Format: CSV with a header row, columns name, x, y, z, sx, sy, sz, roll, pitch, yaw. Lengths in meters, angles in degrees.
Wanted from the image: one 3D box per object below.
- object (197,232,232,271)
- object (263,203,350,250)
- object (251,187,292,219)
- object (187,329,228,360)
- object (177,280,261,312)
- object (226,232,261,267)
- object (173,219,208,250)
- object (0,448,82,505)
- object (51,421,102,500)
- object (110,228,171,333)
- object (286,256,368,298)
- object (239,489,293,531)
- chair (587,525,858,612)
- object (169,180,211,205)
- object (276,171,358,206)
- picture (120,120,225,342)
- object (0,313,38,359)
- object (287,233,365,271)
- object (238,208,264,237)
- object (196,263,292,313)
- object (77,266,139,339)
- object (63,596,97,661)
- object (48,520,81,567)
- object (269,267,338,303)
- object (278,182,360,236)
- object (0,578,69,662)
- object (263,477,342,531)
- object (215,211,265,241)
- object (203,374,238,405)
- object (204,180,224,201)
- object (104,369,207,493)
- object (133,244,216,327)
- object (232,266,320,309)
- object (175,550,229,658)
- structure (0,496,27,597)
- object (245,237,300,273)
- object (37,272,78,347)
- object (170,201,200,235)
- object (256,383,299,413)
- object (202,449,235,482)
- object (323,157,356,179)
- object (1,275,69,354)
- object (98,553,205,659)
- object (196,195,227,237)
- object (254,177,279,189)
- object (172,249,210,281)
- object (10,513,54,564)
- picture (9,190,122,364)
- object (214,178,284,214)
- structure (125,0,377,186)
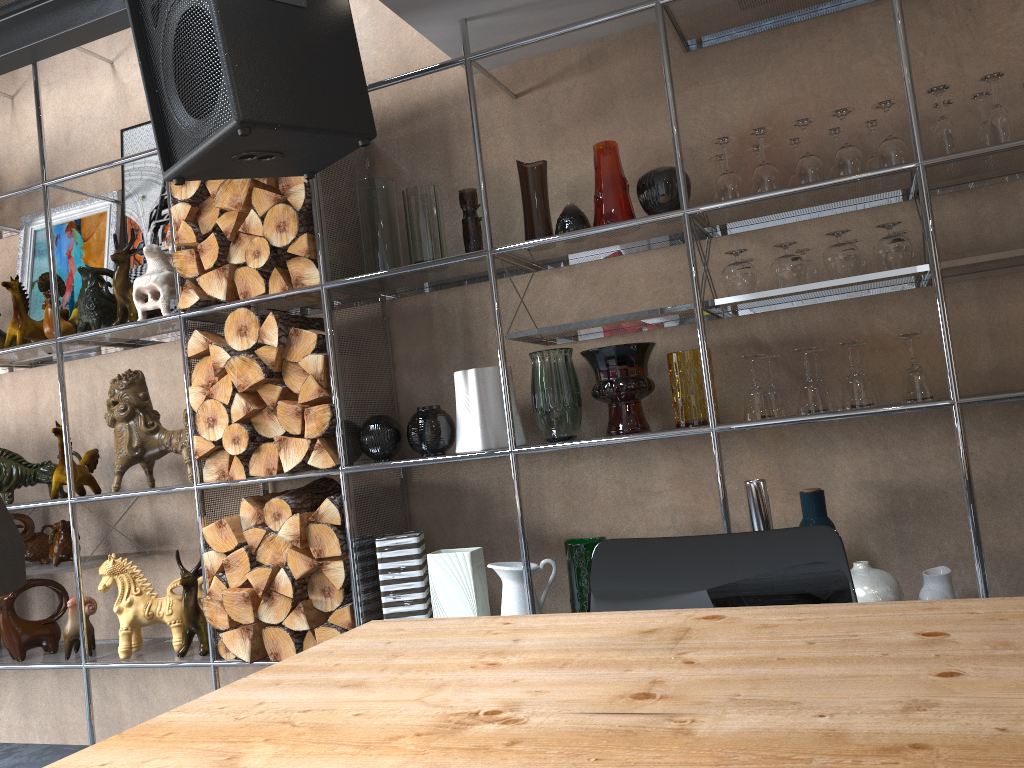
name,x,y,z,sx,sy,sz,roll,pitch,yaw
object,-0.915,-0.440,3.020,0.095,0.135,0.329,-8,-4,26
object,-0.668,-0.492,2.893,0.143,0.143,0.286,-8,-4,22
object,-0.704,-0.578,2.931,0.128,0.107,0.329,-8,-4,22
object,-0.963,-0.126,3.032,0.121,0.107,0.308,-8,-4,18
object,-0.996,-0.298,3.053,0.107,0.105,0.330,-8,-4,24
object,-0.812,-0.437,2.996,0.147,0.118,0.288,-8,-4,26
object,-1.011,-0.486,3.063,0.107,0.110,0.331,-8,-4,24
object,-1.871,0.346,3.399,0.403,0.221,0.192,-5,-4,-31
object,-1.628,0.280,3.326,0.097,0.290,0.290,-7,-4,2
object,-1.351,-0.372,3.193,0.116,0.358,0.198,-9,-4,29
object,-0.601,-0.349,2.909,0.126,0.112,0.287,-8,-4,22
object,-0.779,0.421,2.979,0.107,0.121,0.289,-8,-4,23
chair,0.301,0.661,1.288,0.527,0.825,0.599,-8,-4,22
object,-1.003,-0.664,3.034,0.140,0.150,0.312,-8,-4,26
object,-0.639,-0.656,2.924,0.135,0.114,0.299,-8,-4,24
picture,-1.280,-0.620,3.392,0.529,0.863,0.090,-8,-4,22
object,-1.972,-0.203,3.482,0.137,0.207,0.272,-8,-4,25
object,-0.599,-0.420,2.883,0.095,0.088,0.303,-8,-4,24
object,-0.775,-0.508,2.966,0.101,0.110,0.331,-8,-4,20
object,-0.896,-0.314,3.040,0.154,0.131,0.362,-8,-4,21
object,-1.479,-0.298,3.271,0.126,0.249,0.253,-9,-4,27
object,-1.591,0.885,3.253,0.119,0.220,0.212,-4,-4,-34
object,-1.662,0.586,3.294,0.105,0.168,0.210,-5,-4,-28
object,-0.683,-0.327,2.937,0.087,0.095,0.303,-8,-4,22
object,-0.620,-0.561,2.898,0.111,0.121,0.309,-8,-4,23
object,-1.812,0.884,3.346,0.249,0.290,0.114,-3,-5,-43
object,-0.692,0.395,2.938,0.140,0.150,0.312,-8,-4,18
object,-0.845,-0.511,3.012,0.107,0.098,0.330,-8,-4,26
object,-0.880,0.024,2.993,0.128,0.107,0.329,-8,-4,22
object,-0.895,-0.630,3.003,0.098,0.090,0.303,-8,-4,23
object,-1.255,0.147,3.173,0.405,0.451,0.210,-8,-4,14
object,-1.188,-0.354,3.138,0.151,0.280,0.314,-8,-4,20
object,-0.786,-0.326,2.978,0.135,0.114,0.299,-8,-4,24
object,-1.072,0.741,3.053,0.116,0.358,0.198,-8,-4,14
structure,-1.502,-1.573,1.527,1.689,5.701,1.197,-8,-4,22
object,-0.735,-0.408,2.920,0.103,0.110,0.312,-8,-4,26
object,-1.675,-0.281,3.329,0.123,0.270,0.227,-8,-4,22
object,-1.020,-0.553,3.060,0.097,0.120,0.308,-8,-4,27
object,-0.712,0.047,2.948,0.107,0.098,0.330,-8,-4,18
object,-0.911,0.271,3.026,0.126,0.112,0.287,-8,-4,21
object,-0.657,-0.746,2.917,0.121,0.107,0.308,-8,-4,26
object,-1.823,-0.265,3.412,0.097,0.290,0.290,-8,-4,20
object,-1.263,0.767,3.150,0.375,0.363,0.170,-6,-4,-12
object,-0.940,-0.553,3.049,0.112,0.153,0.290,-8,-4,25
object,-0.738,-0.673,2.959,0.098,0.115,0.362,-8,-4,23
object,-1.015,-0.391,3.060,0.110,0.109,0.321,-8,-4,21
object,-1.863,0.595,3.399,0.217,0.214,0.108,-3,-5,-43
picture,-1.797,-0.428,3.569,0.544,0.626,0.136,-8,-4,22
object,-0.825,-0.604,2.961,0.164,0.128,0.321,-8,-4,23
structure,-0.689,-0.926,2.326,0.506,0.744,0.459,-3,-5,-42
